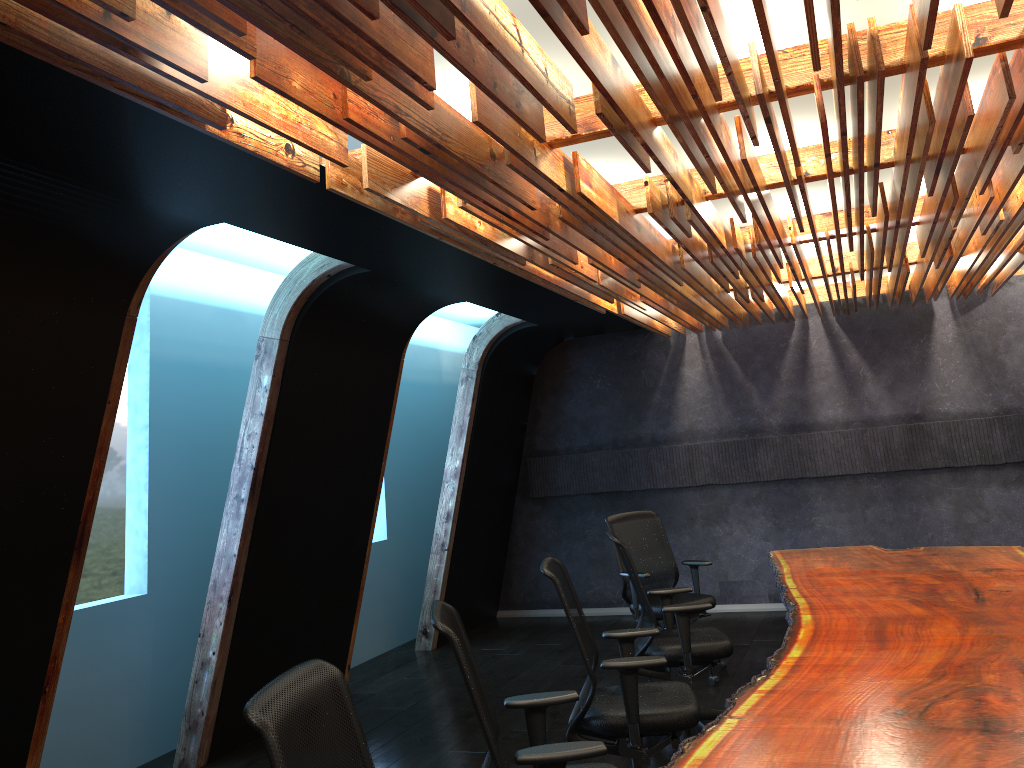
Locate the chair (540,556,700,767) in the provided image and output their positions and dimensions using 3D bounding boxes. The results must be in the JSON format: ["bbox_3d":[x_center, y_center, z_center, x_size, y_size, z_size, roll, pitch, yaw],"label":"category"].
[{"bbox_3d":[0.596,1.451,4.188,0.795,1.266,0.796,-6,-11,5],"label":"chair"}]

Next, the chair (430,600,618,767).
[{"bbox_3d":[0.152,1.392,3.082,0.797,1.266,0.794,-4,-11,-5],"label":"chair"}]

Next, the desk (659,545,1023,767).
[{"bbox_3d":[1.888,1.511,3.827,2.021,0.834,6.577,-7,-6,21],"label":"desk"}]

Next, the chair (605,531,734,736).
[{"bbox_3d":[1.048,1.521,5.420,0.796,1.266,0.795,-5,-11,0],"label":"chair"}]

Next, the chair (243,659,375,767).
[{"bbox_3d":[-0.163,1.332,2.098,0.795,1.266,0.796,-6,-11,5],"label":"chair"}]

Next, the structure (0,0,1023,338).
[{"bbox_3d":[1.771,0.237,3.598,4.494,3.053,11.330,-8,-6,21],"label":"structure"}]

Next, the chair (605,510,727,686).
[{"bbox_3d":[1.226,1.633,6.844,0.815,1.266,0.776,2,-13,-34],"label":"chair"}]
